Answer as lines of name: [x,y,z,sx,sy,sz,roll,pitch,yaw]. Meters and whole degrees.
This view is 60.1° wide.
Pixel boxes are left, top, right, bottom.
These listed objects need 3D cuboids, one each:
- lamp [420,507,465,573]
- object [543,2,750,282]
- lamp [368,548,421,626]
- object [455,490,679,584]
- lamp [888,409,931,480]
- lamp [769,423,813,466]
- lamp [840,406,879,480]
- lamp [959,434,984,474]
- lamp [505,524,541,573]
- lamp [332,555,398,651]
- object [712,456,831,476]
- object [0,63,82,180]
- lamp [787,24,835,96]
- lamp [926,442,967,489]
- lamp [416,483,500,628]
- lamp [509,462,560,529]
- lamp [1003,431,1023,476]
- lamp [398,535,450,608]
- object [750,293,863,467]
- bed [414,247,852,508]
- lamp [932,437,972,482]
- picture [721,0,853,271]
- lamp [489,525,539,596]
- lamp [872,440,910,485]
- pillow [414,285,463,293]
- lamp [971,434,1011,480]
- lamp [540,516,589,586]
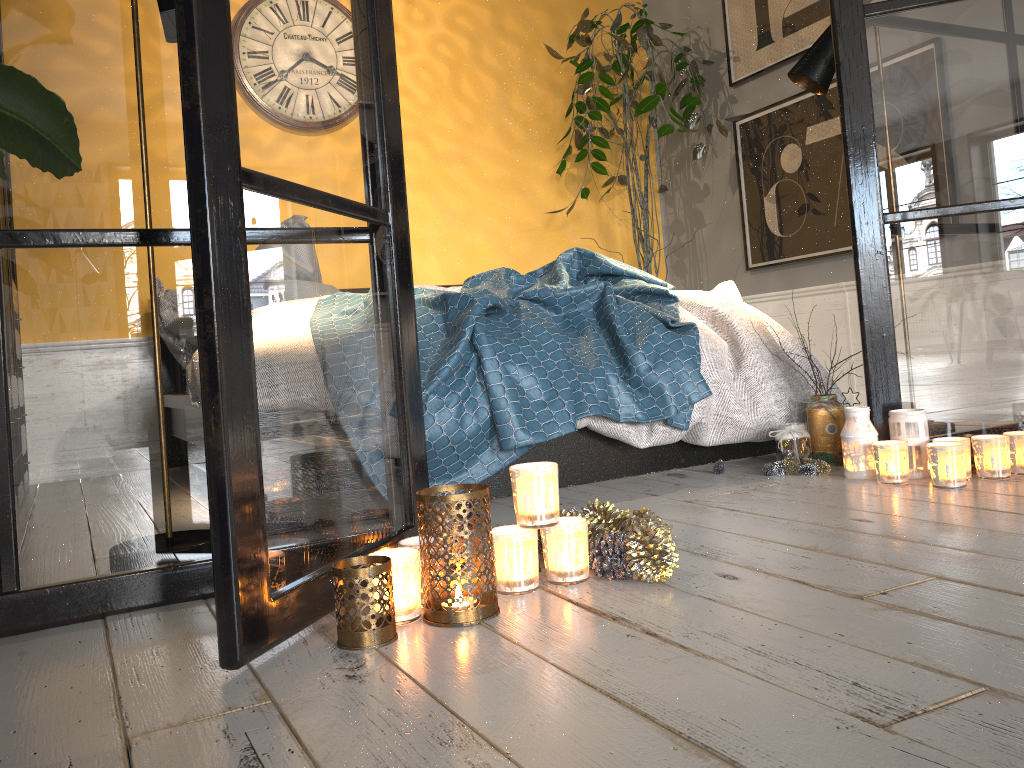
lamp: [-0.129,0.286,1.624,0.081,0.107,0.080,-4,-1,-27]
object: [0.723,-0.941,4.745,1.347,2.209,1.244,-4,-1,-40]
lamp: [-0.174,0.303,1.323,0.080,0.099,0.081,-5,-1,14]
object: [0.064,0.271,1.680,0.192,0.118,0.715,-5,2,-38]
lamp: [0.989,0.148,2.195,0.092,0.167,0.089,-5,-1,29]
lamp: [0.781,0.177,2.462,0.095,0.131,0.108,-5,-1,33]
lamp: [0.887,0.149,2.255,0.092,0.180,0.092,-4,-1,-6]
lamp: [1.144,0.173,2.190,0.063,0.091,0.063,-5,-1,45]
lamp: [0.014,0.291,1.550,0.069,0.080,0.069,-4,0,-19]
lamp: [-0.206,0.304,1.237,0.084,0.110,0.084,-5,-1,39]
object: [0.703,0.227,2.415,0.325,0.054,0.087,-4,1,27]
object: [0.554,-0.614,1.616,3.904,1.798,1.008,-5,-1,-27]
lamp: [1.170,-0.574,2.920,0.403,1.528,0.231,-5,-2,3]
lamp: [0.998,0.186,2.026,0.080,0.099,0.081,-5,-1,14]
lamp: [-0.082,0.251,1.319,0.115,0.187,0.114,-4,-1,-28]
lamp: [0.039,0.183,1.452,0.080,0.099,0.081,-5,-1,14]
lamp: [1.222,0.165,2.111,0.080,0.099,0.081,-5,-1,14]
lamp: [-0.138,0.297,1.407,0.080,0.099,0.081,-5,-1,14]
object: [0.920,-0.033,2.540,0.437,0.523,0.278,-5,-1,14]
bed: [-0.238,-0.097,3.359,1.901,0.771,2.317,-5,2,-26]
lamp: [1.047,0.180,2.101,0.080,0.099,0.081,-5,-1,14]
picture: [1.037,-1.352,0.570,4.047,1.797,7.274,-5,2,-27]
lamp: [0.005,0.285,1.433,0.080,0.099,0.081,-5,-1,14]
lamp: [0.914,0.190,2.130,0.080,0.099,0.081,-5,-1,28]
pillow: [-0.332,-0.330,3.813,0.483,0.227,0.594,-4,1,22]
lamp: [1.134,0.173,2.090,0.080,0.099,0.081,-5,-1,14]
lamp: [0.089,0.277,1.468,0.080,0.099,0.081,-5,-1,14]
